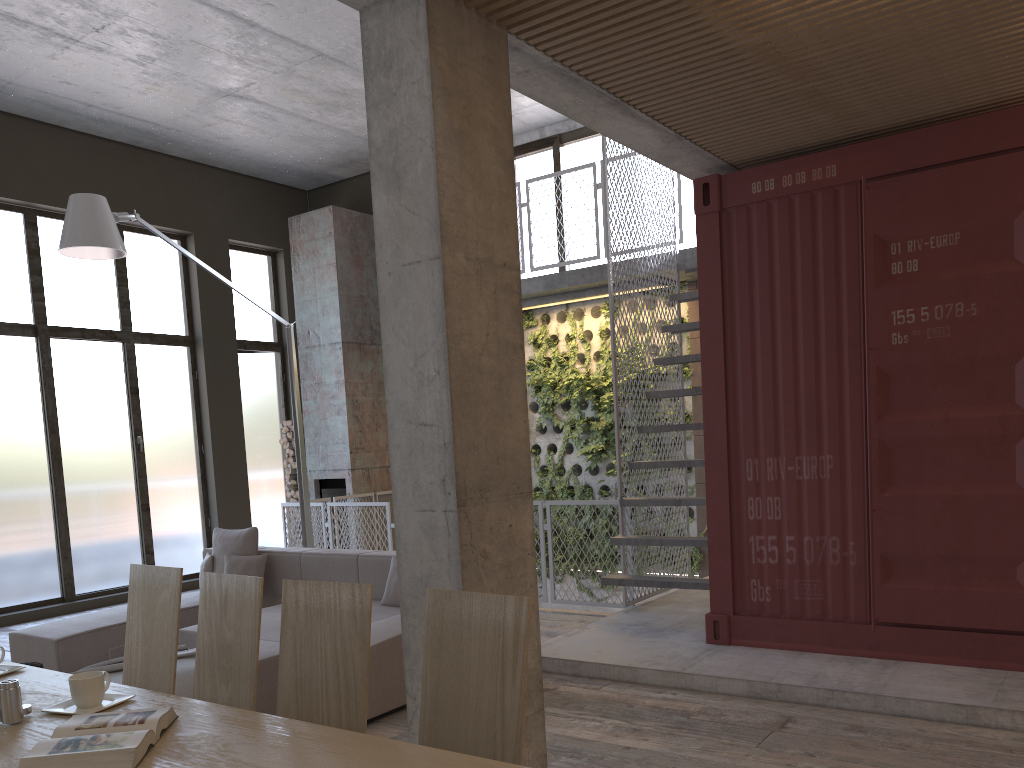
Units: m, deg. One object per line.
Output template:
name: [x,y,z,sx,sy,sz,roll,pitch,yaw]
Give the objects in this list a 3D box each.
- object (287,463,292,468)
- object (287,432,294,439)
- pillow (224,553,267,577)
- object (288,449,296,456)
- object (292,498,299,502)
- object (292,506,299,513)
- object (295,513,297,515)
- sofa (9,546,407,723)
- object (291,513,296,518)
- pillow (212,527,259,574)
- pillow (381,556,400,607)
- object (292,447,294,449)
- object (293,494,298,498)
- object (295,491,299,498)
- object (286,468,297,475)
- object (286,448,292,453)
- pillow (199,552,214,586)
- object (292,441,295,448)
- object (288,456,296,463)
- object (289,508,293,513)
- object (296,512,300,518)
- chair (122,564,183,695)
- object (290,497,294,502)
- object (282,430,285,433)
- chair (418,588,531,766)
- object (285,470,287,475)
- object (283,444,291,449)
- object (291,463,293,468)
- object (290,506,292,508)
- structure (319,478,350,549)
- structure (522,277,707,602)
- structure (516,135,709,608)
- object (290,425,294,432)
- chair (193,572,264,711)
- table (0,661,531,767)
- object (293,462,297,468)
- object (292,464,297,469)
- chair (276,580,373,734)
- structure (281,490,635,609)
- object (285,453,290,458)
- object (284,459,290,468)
object: [-2.832,1.089,11.772,0.067,0.067,0.420,-3,-3,34]
object: [-2.768,0.677,11.638,0.094,0.083,0.477,-3,-3,34]
pillow: [-2.102,1.514,6.874,0.377,0.375,0.167,-3,3,9]
object: [-2.826,0.904,11.663,0.099,0.107,0.292,-3,-2,36]
object: [-2.789,1.565,11.719,0.099,0.107,0.292,-3,-2,36]
object: [-2.760,1.668,11.801,0.092,0.094,0.435,-3,-2,34]
object: [-2.728,1.745,11.781,0.067,0.067,0.420,-3,-3,34]
sofa: [-2.084,1.650,5.724,3.007,0.790,2.994,-5,-4,35]
object: [-2.795,1.750,11.827,0.067,0.067,0.420,-3,-3,34]
pillow: [-2.259,1.434,7.100,0.565,0.561,0.219,-3,3,37]
pillow: [-0.730,1.376,6.051,0.371,0.361,0.185,-3,3,35]
object: [-2.809,0.828,11.678,0.089,0.057,0.330,-4,-3,34]
object: [-2.772,1.489,11.734,0.089,0.057,0.330,-4,-3,34]
object: [-2.683,1.451,11.691,0.091,0.090,0.452,-3,-3,33]
object: [-2.793,1.153,11.699,0.094,0.084,0.477,-3,-3,34]
object: [-2.879,0.903,11.753,0.101,0.103,0.291,-3,-2,36]
pillow: [-2.510,1.586,7.255,0.150,0.379,0.368,-5,1,-22]
object: [-2.720,0.790,11.636,0.091,0.090,0.452,-3,-3,33]
object: [-2.797,1.007,11.745,0.092,0.094,0.435,-3,-2,34]
object: [-2.858,1.680,11.819,0.089,0.109,0.363,-2,-2,34]
object: [-2.668,1.728,11.735,0.094,0.084,0.477,-3,-3,34]
chair: [-1.477,1.251,2.947,0.349,1.204,0.715,0,4,39]
object: [-2.842,1.564,11.808,0.101,0.103,0.291,-3,-2,36]
object: [-2.897,0.623,11.738,0.122,0.069,0.361,-4,-3,36]
chair: [-0.286,1.122,2.001,0.349,1.204,0.716,0,4,40]
object: [-2.853,1.169,11.745,0.067,0.067,0.420,-3,-3,34]
object: [-2.874,0.824,11.717,0.067,0.067,0.420,-3,-3,34]
object: [-2.765,1.084,11.725,0.067,0.067,0.420,-3,-3,34]
object: [-2.872,1.609,11.734,0.045,0.073,0.249,-2,-2,34]
structure: [-2.231,1.674,11.283,0.577,0.935,0.056,-2,5,35]
structure: [0.969,0.617,9.795,2.632,3.851,0.994,-2,4,35]
structure: [0.777,-0.028,8.497,3.692,4.348,3.011,-2,2,35]
object: [-2.762,0.586,11.581,0.104,0.084,0.361,-3,-3,34]
chair: [-1.100,1.207,2.604,0.349,1.204,0.716,0,4,40]
table: [0.045,1.194,1.279,5.204,0.929,1.005,-6,-1,35]
object: [-2.705,1.068,11.679,0.094,0.084,0.477,-3,-3,34]
object: [-2.728,1.075,11.674,0.115,0.080,0.432,-4,-3,34]
chair: [-0.696,1.164,2.298,0.349,1.204,0.715,-1,4,32]
structure: [-0.241,1.658,9.511,4.442,0.940,1.915,-6,-3,35]
object: [-2.909,0.949,11.678,0.045,0.073,0.249,-2,-2,34]
object: [-2.907,1.066,11.777,0.064,0.126,0.362,-1,-1,34]
